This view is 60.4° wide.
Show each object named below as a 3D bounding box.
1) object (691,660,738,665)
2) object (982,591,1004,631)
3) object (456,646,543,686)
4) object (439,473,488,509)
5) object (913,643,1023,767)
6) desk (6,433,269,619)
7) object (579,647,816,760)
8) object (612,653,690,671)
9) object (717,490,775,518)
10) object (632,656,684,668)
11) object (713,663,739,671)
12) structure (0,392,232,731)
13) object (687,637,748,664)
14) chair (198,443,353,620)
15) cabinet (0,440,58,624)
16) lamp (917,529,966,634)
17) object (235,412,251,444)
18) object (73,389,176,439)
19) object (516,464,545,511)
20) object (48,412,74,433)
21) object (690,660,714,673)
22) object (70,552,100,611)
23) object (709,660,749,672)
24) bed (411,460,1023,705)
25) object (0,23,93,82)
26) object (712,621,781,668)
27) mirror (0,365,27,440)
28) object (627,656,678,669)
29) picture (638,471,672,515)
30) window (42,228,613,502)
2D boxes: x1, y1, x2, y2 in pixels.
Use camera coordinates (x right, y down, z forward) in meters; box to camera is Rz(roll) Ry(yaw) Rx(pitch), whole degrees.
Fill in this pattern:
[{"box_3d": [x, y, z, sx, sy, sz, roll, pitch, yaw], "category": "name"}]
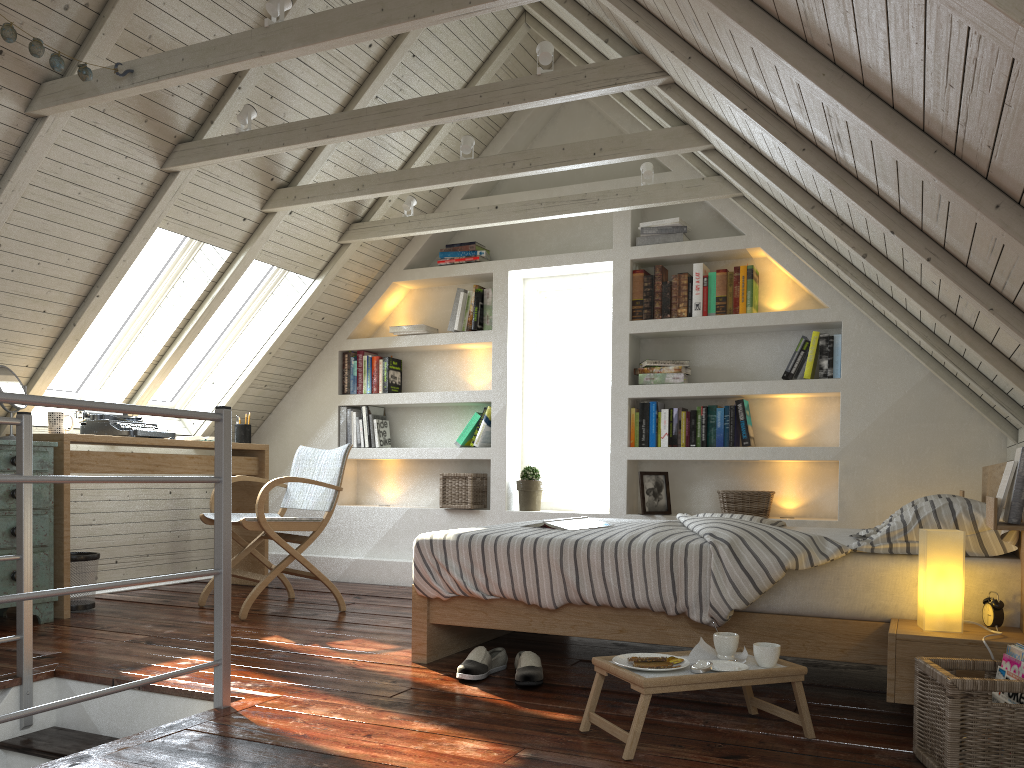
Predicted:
[{"box_3d": [0.509, 0.703, 2.216, 0.153, 0.002, 0.016, 4, -7, -26], "category": "object"}, {"box_3d": [1.222, 0.574, 2.227, 0.037, 0.097, 0.071, 1, -1, 3], "category": "object"}, {"box_3d": [-0.013, 0.891, 2.810, 0.285, 0.091, 0.276, -1, -6, 22], "category": "object"}, {"box_3d": [-0.278, 0.612, 5.050, 0.204, 0.201, 0.205, 0, -3, 25], "category": "object"}, {"box_3d": [1.045, 0.721, 1.935, 0.237, 0.277, 0.237, 0, -2, 8], "category": "object"}, {"box_3d": [-1.831, 0.688, 4.479, 0.377, 0.804, 1.328, 1, -4, 25], "category": "desk"}, {"box_3d": [0.462, 0.785, 2.198, 0.531, 0.182, 0.269, 3, -4, -21], "category": "object"}, {"box_3d": [0.342, 0.689, 2.166, 0.189, 0.016, 0.190, -3, -7, 35], "category": "object"}, {"box_3d": [1.168, 0.599, 4.396, 0.283, 0.134, 0.178, -1, -4, 16], "category": "object"}, {"box_3d": [0.375, 0.692, 2.204, 0.078, 0.015, 0.140, 6, -8, -44], "category": "object"}, {"box_3d": [0.523, 0.694, 2.159, 0.060, 0.005, 0.060, 2, -6, -10], "category": "object"}, {"box_3d": [-1.494, 0.493, 1.851, 0.836, 0.995, 1.644, 0, -4, 25], "category": "structure"}, {"box_3d": [0.531, 0.688, 2.274, 0.154, 0.046, 0.159, -1, -6, 15], "category": "object"}, {"box_3d": [-1.121, 0.674, 4.178, 0.560, 0.792, 0.550, 2, -1, -40], "category": "chair"}, {"box_3d": [-2.263, 0.598, 3.454, 0.415, 0.767, 0.805, 1, -2, 25], "category": "cabinet"}, {"box_3d": [1.079, 0.493, 2.215, 0.090, 0.252, 0.090, 1, 1, 15], "category": "lamp"}, {"box_3d": [-1.513, 0.250, 4.947, 0.088, 0.186, 0.088, 1, 0, -11], "category": "object"}, {"box_3d": [-1.886, 0.148, 4.324, 0.354, 0.238, 0.389, -1, -4, 20], "category": "object"}, {"box_3d": [0.102, 0.573, 4.908, 0.159, 0.271, 0.160, 1, 0, 17], "category": "object"}, {"box_3d": [-2.025, 0.178, 3.950, 0.108, 0.100, 0.083, 2, -2, -24], "category": "object"}, {"box_3d": [0.458, 0.679, 2.120, 0.055, 0.028, 0.055, 3, -5, -24], "category": "object"}, {"box_3d": [-2.026, 0.910, 4.062, 0.224, 0.252, 0.224, 0, -2, 19], "category": "object"}, {"box_3d": [0.518, 0.693, 2.152, 0.119, 0.010, 0.120, 0, -6, 2], "category": "object"}, {"box_3d": [0.792, 0.640, 3.249, 1.878, 0.704, 1.878, -2, -6, 25], "category": "bed"}, {"box_3d": [-1.341, -0.955, 2.549, 0.059, 0.067, 0.284, 0, -5, 24], "category": "object"}, {"box_3d": [0.601, 0.661, 2.241, 0.081, 0.099, 0.185, 2, -4, -42], "category": "object"}, {"box_3d": [-2.099, 0.081, 3.686, 0.112, 0.319, 0.206, 0, -1, -22], "category": "mirror"}, {"box_3d": [0.343, 0.679, 2.153, 0.110, 0.029, 0.119, 2, -6, -10], "category": "object"}, {"box_3d": [0.717, 0.563, 4.537, 0.173, 0.223, 0.126, 1, -1, -25], "category": "picture"}, {"box_3d": [-0.947, -0.085, 4.502, 3.094, 1.375, 1.405, 1, -2, 2], "category": "window"}]
